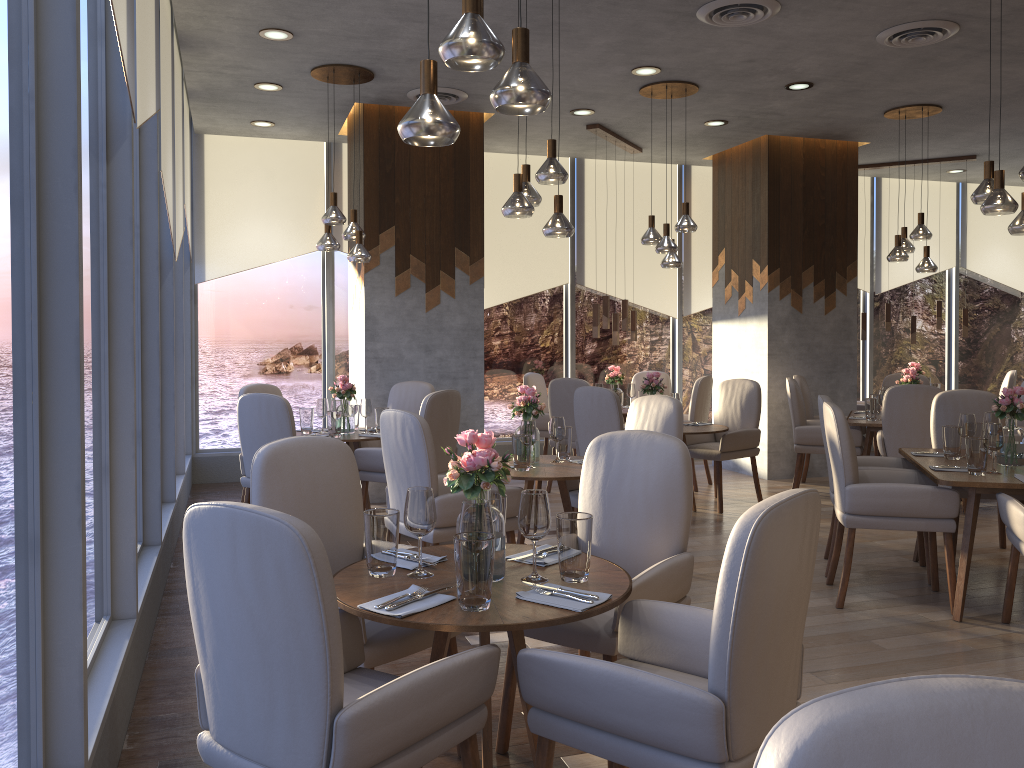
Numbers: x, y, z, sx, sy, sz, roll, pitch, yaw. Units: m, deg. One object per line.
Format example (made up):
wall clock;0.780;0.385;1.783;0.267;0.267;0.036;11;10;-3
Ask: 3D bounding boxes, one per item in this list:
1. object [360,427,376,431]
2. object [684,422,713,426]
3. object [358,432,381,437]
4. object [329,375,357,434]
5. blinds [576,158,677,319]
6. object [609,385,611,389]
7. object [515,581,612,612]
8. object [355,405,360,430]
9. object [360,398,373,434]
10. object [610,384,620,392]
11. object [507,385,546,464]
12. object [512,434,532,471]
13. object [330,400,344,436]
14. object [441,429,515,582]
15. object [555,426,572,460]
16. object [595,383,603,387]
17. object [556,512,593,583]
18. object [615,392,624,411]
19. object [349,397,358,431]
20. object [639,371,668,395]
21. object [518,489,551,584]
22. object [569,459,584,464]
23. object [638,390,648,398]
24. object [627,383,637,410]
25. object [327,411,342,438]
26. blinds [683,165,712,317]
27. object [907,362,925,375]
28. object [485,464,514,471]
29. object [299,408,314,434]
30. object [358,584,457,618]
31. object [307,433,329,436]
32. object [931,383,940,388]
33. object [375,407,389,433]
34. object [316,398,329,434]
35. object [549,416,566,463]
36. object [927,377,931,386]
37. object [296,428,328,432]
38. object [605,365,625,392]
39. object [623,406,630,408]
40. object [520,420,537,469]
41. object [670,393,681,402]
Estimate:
object;-1.008;0.327;6.480;0.157;0.019;0.255;2;3;32
object;1.413;0.304;6.826;0.255;0.019;0.157;-3;4;-42
object;-0.951;0.346;6.105;0.255;0.019;0.157;1;3;28
object;-1.190;0.141;6.253;0.198;0.415;0.210;0;1;20
blinds;1.227;-2.032;9.398;1.173;2.679;0.007;-1;1;-18
object;0.972;0.110;8.463;0.092;0.244;0.092;0;1;-10
object;0.115;0.537;2.279;0.255;0.019;0.157;2;4;37
object;-1.169;0.246;6.521;0.102;0.178;0.102;0;2;8
object;-1.027;0.226;6.250;0.092;0.244;0.092;-1;2;-36
object;0.944;0.126;8.150;0.092;0.244;0.092;-1;2;-44
object;0.086;0.213;4.769;0.210;0.415;0.198;1;2;45
object;0.049;0.347;4.465;0.102;0.178;0.102;0;2;22
object;-1.205;0.234;6.103;0.092;0.244;0.092;-1;2;-37
object;-0.094;0.330;2.461;0.210;0.415;0.198;-1;1;-20
object;0.281;0.326;4.875;0.102;0.178;0.102;0;1;3
object;0.816;0.118;8.309;0.092;0.244;0.092;-1;2;-40
object;0.171;0.449;2.434;0.102;0.178;0.102;1;2;33
object;0.963;0.164;8.043;0.102;0.178;0.102;-1;2;-37
object;-1.161;0.218;6.412;0.092;0.244;0.092;0;1;12
object;1.071;0.111;6.748;0.210;0.415;0.198;1;2;30
object;0.062;0.417;2.434;0.092;0.244;0.092;0;1;17
object;0.410;0.410;4.770;0.255;0.019;0.157;-2;3;-33
object;1.228;0.150;8.304;0.102;0.178;0.102;-1;2;-15
object;1.119;0.118;8.288;0.092;0.244;0.092;1;1;32
object;-1.199;0.272;5.994;0.102;0.178;0.102;0;1;0
blinds;2.415;-2.072;9.775;1.173;2.679;0.007;-1;1;-18
object;4.243;-0.027;9.333;0.198;0.415;0.210;-1;2;-40
object;-0.081;0.422;4.570;0.255;0.019;0.157;-2;3;-34
object;-1.447;0.260;6.249;0.102;0.178;0.102;0;2;-7
object;-0.250;0.540;2.240;0.157;0.019;0.255;2;4;37
object;-1.359;0.350;6.042;0.157;0.019;0.255;2;3;34
object;4.521;0.083;9.471;0.102;0.178;0.102;-1;2;-33
object;-0.919;0.258;6.267;0.102;0.178;0.102;1;2;45
object;-1.339;0.226;6.267;0.092;0.244;0.092;0;1;-15
object;0.244;0.298;4.771;0.092;0.244;0.092;1;2;37
object;4.415;0.052;9.440;0.092;0.244;0.092;-1;1;-27
object;-1.419;0.331;6.414;0.255;0.019;0.157;1;3;27
object;0.967;0.031;8.324;0.210;0.415;0.198;0;1;-5
object;1.125;0.219;8.530;0.157;0.019;0.255;2;3;33
object;0.084;0.309;4.568;0.092;0.244;0.092;-1;1;-32
object;1.248;0.193;6.801;0.092;0.244;0.092;1;1;28
